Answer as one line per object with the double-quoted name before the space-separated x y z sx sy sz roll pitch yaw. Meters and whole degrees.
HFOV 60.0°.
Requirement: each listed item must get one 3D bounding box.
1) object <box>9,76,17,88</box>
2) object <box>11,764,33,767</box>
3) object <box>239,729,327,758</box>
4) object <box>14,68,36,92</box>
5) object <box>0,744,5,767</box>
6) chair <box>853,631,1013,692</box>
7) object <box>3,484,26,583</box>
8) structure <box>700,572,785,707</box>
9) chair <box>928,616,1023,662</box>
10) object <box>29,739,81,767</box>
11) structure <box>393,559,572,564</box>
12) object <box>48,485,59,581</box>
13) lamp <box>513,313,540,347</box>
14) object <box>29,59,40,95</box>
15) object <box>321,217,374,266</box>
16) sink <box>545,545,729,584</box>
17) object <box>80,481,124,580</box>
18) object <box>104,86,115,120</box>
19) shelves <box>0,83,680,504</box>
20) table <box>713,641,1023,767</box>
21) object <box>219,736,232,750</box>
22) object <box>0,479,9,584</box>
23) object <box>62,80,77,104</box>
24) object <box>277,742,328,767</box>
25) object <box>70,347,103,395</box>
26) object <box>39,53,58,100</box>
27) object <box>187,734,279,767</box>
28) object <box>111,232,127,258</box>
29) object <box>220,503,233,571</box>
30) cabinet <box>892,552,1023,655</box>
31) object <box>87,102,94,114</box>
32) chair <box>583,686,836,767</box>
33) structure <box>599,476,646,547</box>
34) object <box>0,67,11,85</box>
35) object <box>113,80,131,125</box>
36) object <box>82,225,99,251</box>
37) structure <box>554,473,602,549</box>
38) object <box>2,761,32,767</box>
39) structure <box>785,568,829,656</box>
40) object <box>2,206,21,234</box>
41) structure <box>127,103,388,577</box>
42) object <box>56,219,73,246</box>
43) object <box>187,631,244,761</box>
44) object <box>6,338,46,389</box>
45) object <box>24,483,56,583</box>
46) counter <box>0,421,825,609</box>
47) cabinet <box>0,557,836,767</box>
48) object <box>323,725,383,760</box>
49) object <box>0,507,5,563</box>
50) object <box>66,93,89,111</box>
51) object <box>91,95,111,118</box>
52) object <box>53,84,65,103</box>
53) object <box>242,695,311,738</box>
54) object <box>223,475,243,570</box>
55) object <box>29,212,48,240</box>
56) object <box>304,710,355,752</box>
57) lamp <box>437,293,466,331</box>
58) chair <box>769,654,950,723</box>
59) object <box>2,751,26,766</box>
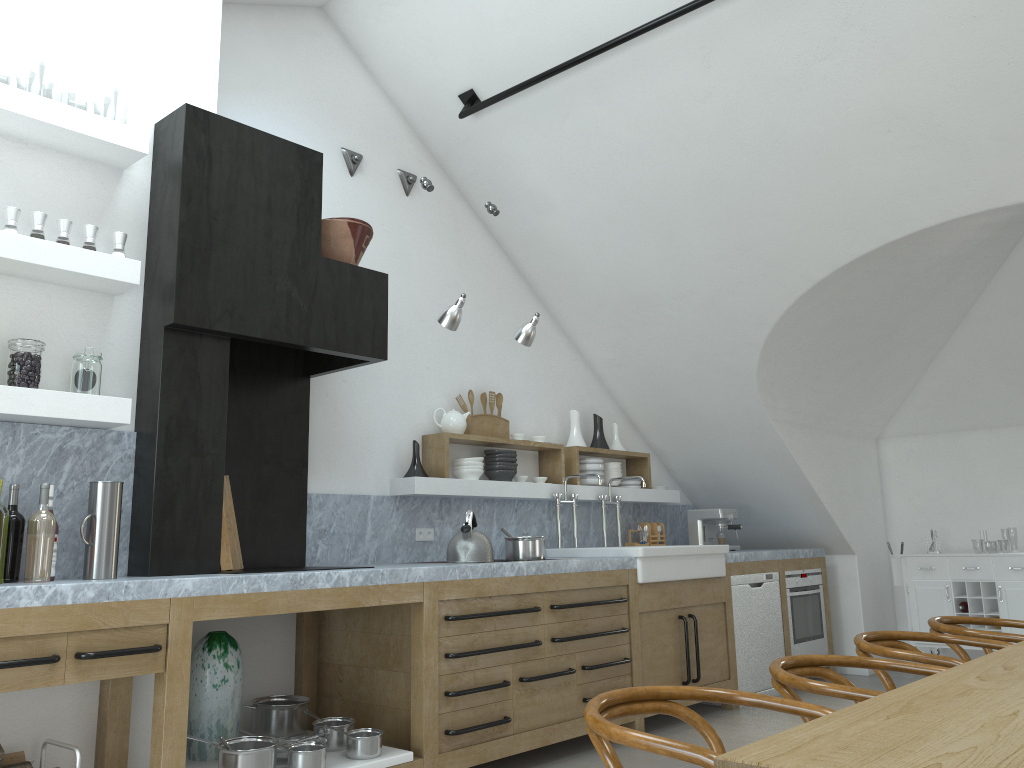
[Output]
"object" -1.863 -1.082 3.302 0.094 0.094 0.093 2 -11 -15
"object" -1.642 1.217 2.649 0.101 0.087 0.361 -10 -13 39
"object" -1.001 1.477 3.637 0.508 0.053 0.262 -5 -11 18
"object" -1.789 -1.095 3.250 0.071 0.099 0.071 -2 -11 6
"object" -1.709 1.163 2.672 0.103 0.103 0.291 -10 -14 39
"chair" 1.431 1.175 2.774 0.526 0.739 0.619 10 -16 -44
"object" -1.700 0.506 3.004 0.085 0.333 0.085 8 -15 -39
"structure" 1.457 1.741 6.170 0.597 0.828 0.722 -11 -15 41
"chair" 1.924 1.257 3.294 0.620 0.739 0.525 -10 -14 38
"object" -1.646 1.263 2.704 0.428 0.233 0.525 -10 -13 39
"structure" -0.142 0.966 4.729 0.645 0.041 0.735 -10 -14 41
"object" -1.618 0.518 3.072 0.081 0.331 0.081 3 -12 -20
"lamp" 0.088 -0.287 4.798 0.168 0.177 0.112 -9 -13 33
"object" -1.788 -1.123 3.326 0.054 0.180 0.054 -5 -12 18
"object" -0.858 -0.643 4.309 0.347 0.238 0.364 5 -12 -30
"sink" 0.810 1.132 5.608 0.725 0.203 1.018 -10 -14 41
"object" -1.467 0.519 3.149 0.164 0.341 0.114 10 -16 -44
"object" -1.602 -1.091 3.528 0.054 0.180 0.054 -5 -12 18
"shelves" -0.552 -0.076 4.953 0.479 1.370 5.531 -10 -13 36
"table" 1.755 0.973 1.885 1.015 0.804 3.339 -11 -14 41
"object" -0.996 1.363 3.269 0.051 0.153 0.190 -12 -15 41
"object" -1.689 0.481 2.881 0.092 0.341 0.091 5 -13 -29
"object" -1.730 -1.095 3.459 0.048 0.170 0.048 8 -15 -39
"object" -0.832 1.439 3.433 0.260 0.113 0.153 -8 -12 31
"object" -1.584 -0.036 3.300 0.103 0.179 0.206 4 -12 -25
"object" -1.731 -1.133 3.300 0.063 0.188 0.062 -3 -12 10
"object" -1.054 1.409 3.356 0.378 0.165 0.222 -8 -12 31
"object" -1.532 -0.530 3.455 0.063 0.125 0.067 -9 -14 35
"object" -1.245 0.637 3.791 0.148 0.338 0.080 -8 -14 31
"cabinet" 3.488 1.665 6.596 1.131 0.794 0.495 -11 -15 41
"object" -1.676 -1.050 3.504 0.094 0.094 0.093 2 -11 -15
"chair" 0.454 1.007 1.717 0.619 0.739 0.526 -11 -15 41
"structure" 0.784 0.905 6.058 0.332 0.533 0.213 -6 -12 22
"object" -1.863 -1.094 3.211 0.077 0.086 0.076 2 -11 -15
"object" -1.544 -1.100 3.502 0.063 0.188 0.062 -3 -12 10
"object" -1.607 -0.543 3.374 0.063 0.125 0.067 -9 -14 35
"structure" 0.456 0.849 5.703 0.332 0.533 0.213 -6 -12 22
"object" -1.712 1.244 2.719 0.114 0.080 0.433 -10 -13 39
"structure" 1.966 1.734 6.737 0.629 0.640 0.630 -11 -15 41
"object" -1.798 -0.573 3.181 0.063 0.125 0.067 -9 -14 35
"structure" -1.198 -0.115 4.037 0.778 1.896 1.072 -11 -15 41
"object" -1.676 -0.552 3.311 0.063 0.125 0.067 -9 -14 35
"object" -1.252 1.302 3.733 0.231 0.501 0.229 0 -12 -7
"object" -1.727 -0.064 3.143 0.120 0.184 0.120 6 -13 -32
"object" -1.578 0.500 2.971 0.085 0.333 0.085 8 -15 -39
"counter" -0.028 0.744 5.013 0.959 0.623 6.556 -11 -14 41
"cabinet" -0.043 1.540 4.777 1.001 1.028 6.410 -11 -14 41
"object" -0.645 1.477 3.666 0.260 0.113 0.153 -10 -14 40
"object" -1.643 0.456 2.774 0.092 0.361 0.092 0 -12 -4
"object" -1.676 -1.062 3.413 0.077 0.086 0.076 2 -11 -15
"object" -1.602 -1.063 3.452 0.071 0.099 0.071 -2 -11 6
"object" -1.753 -1.077 3.375 0.082 0.106 0.081 -3 -11 10
"object" -1.150 1.516 4.039 0.455 0.198 0.267 1 -11 -13
"object" -1.275 0.625 3.985 0.148 0.430 0.078 1 -12 -13
"object" -1.729 -0.565 3.233 0.063 0.125 0.067 -9 -14 35
"object" -0.789 1.506 3.858 0.181 0.134 0.307 3 -11 -23
"lamp" -0.303 -0.349 4.379 0.115 0.179 0.164 5 -13 -29
"chair" 0.986 1.083 2.205 0.620 0.739 0.525 -10 -14 38
"object" -1.759 1.232 2.786 0.071 0.073 0.421 -10 -14 39
